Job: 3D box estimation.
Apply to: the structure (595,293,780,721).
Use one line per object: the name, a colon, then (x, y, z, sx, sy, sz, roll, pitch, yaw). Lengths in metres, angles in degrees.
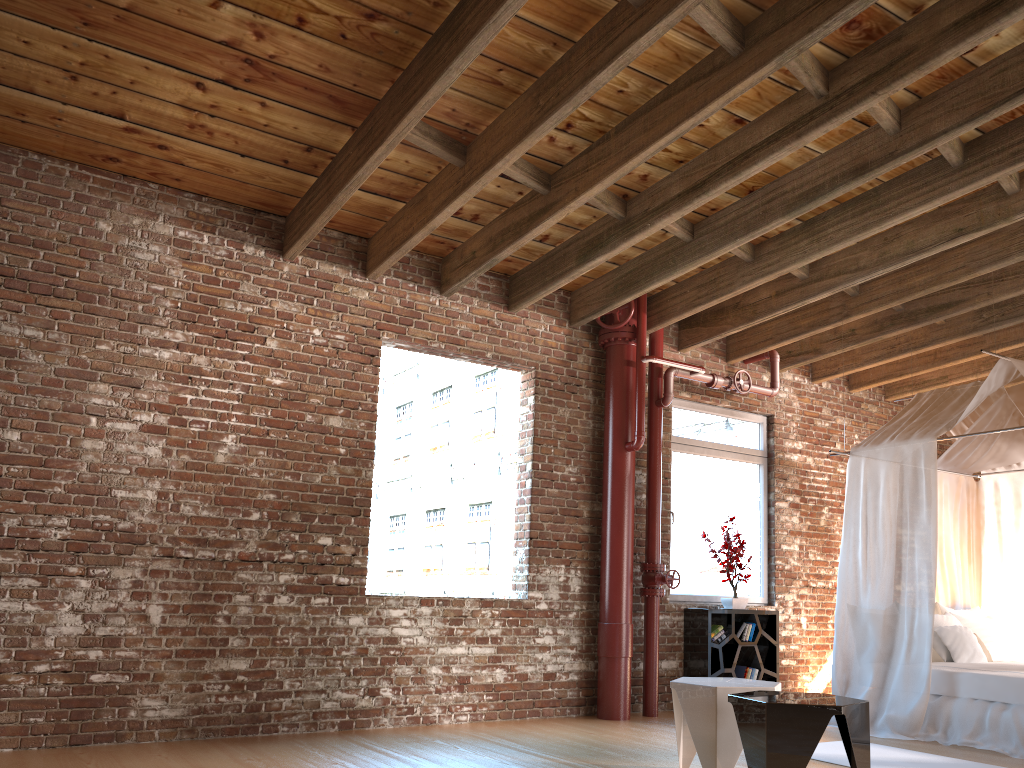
structure: (1.480, 0.968, 7.332, 2.031, 3.419, 0.575, 9, -11, -33)

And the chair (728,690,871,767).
chair: (1.275, 1.650, 3.932, 0.610, 0.484, 0.548, -1, -12, 11)

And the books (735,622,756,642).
books: (1.963, 2.126, 7.567, 0.248, 0.163, 0.133, 10, -13, -32)

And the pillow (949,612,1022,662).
pillow: (3.967, 2.131, 7.366, 0.638, 0.427, 0.292, 9, -13, -31)

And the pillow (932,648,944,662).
pillow: (2.968, 1.947, 6.716, 0.623, 0.409, 0.357, 10, -14, -34)

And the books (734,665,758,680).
books: (1.993, 2.502, 7.538, 0.206, 0.178, 0.133, 9, -13, -32)

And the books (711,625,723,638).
books: (1.669, 2.070, 7.379, 0.156, 0.107, 0.133, 9, -14, -31)

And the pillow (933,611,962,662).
pillow: (3.467, 2.003, 7.042, 0.622, 0.398, 0.348, 10, -14, -34)

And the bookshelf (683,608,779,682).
bookshelf: (1.889, 2.363, 7.570, 0.869, 0.834, 0.292, 9, -12, -32)

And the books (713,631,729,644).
books: (1.727, 2.128, 7.410, 0.159, 0.112, 0.133, 9, -14, -32)

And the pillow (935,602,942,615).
pillow: (3.358, 2.025, 7.209, 0.642, 0.488, 0.208, 10, -12, -32)

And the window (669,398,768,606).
window: (1.854, 1.084, 8.009, 1.367, 1.825, 0.167, 9, -11, -32)

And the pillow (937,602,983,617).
pillow: (3.866, 2.123, 7.534, 0.641, 0.492, 0.207, 9, -12, -32)

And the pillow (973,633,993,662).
pillow: (3.670, 2.089, 7.002, 0.293, 0.231, 0.161, 10, -13, -33)

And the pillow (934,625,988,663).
pillow: (3.484, 2.022, 6.845, 0.390, 0.287, 0.215, 7, -12, -23)

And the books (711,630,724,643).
books: (1.679, 2.107, 7.381, 0.156, 0.107, 0.133, 9, -14, -31)

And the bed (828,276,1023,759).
bed: (3.953, 0.647, 6.541, 2.537, 3.831, 2.661, 8, -12, -31)

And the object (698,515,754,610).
object: (1.875, 1.531, 7.653, 0.423, 0.829, 0.394, 9, -12, -36)

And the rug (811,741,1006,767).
rug: (2.307, 2.215, 5.162, 0.874, 0.007, 1.433, 10, -16, -30)

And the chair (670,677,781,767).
chair: (1.122, 1.812, 4.619, 0.527, 0.483, 0.635, -3, -13, 21)
